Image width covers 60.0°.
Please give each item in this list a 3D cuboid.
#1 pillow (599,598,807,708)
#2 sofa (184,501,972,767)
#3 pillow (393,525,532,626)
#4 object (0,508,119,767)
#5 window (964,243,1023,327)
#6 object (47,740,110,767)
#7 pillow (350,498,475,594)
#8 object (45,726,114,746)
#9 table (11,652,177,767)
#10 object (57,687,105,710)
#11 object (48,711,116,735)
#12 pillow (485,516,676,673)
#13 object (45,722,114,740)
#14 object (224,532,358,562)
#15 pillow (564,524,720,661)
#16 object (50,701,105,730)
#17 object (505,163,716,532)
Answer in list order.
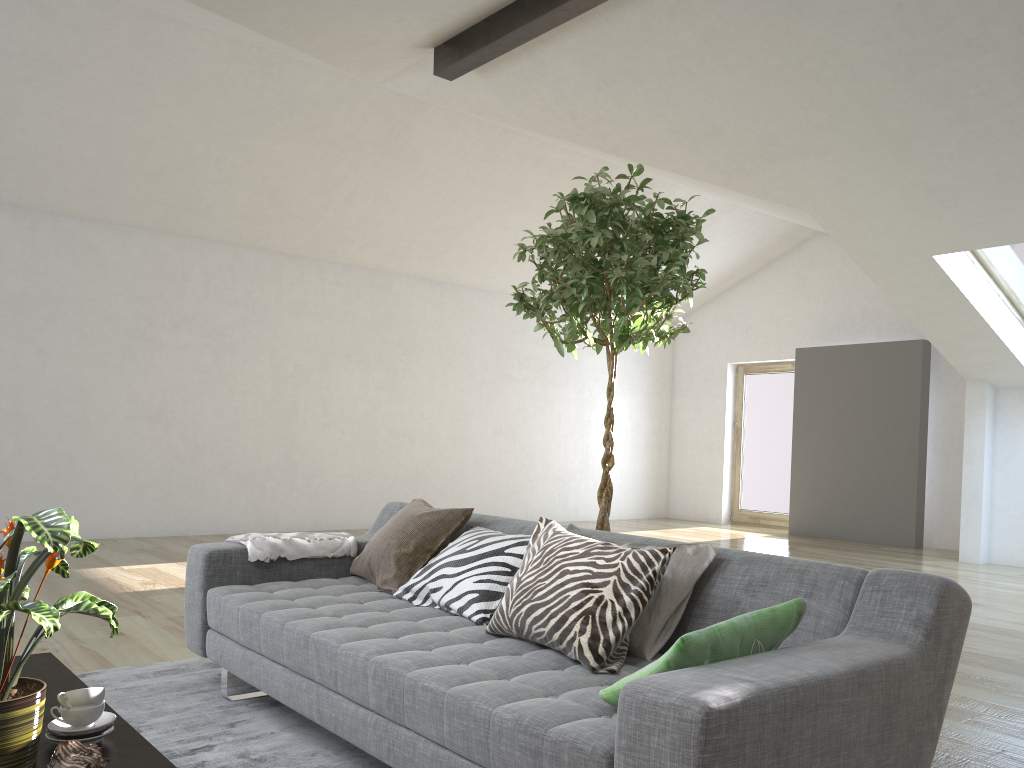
[{"bbox_3d":[0.422,0.586,1.904,0.443,0.261,0.228,4,-2,-38],"label":"pillow"},{"bbox_3d":[-0.079,0.789,2.716,1.028,0.683,2.456,4,-4,-39],"label":"sofa"},{"bbox_3d":[-0.116,0.631,2.979,0.359,0.283,0.559,4,-3,-39],"label":"pillow"},{"bbox_3d":[-0.945,0.485,1.646,0.371,0.526,0.444,2,-1,26],"label":"object"},{"bbox_3d":[4.283,-0.842,6.942,1.908,0.729,1.468,5,-4,-39],"label":"window"},{"bbox_3d":[-0.776,0.673,1.563,0.067,0.078,0.127,2,-3,19],"label":"object"},{"bbox_3d":[-0.402,0.619,3.406,0.308,0.337,0.580,3,-3,-29],"label":"pillow"},{"bbox_3d":[-0.869,0.707,1.787,0.121,0.021,0.121,2,-4,1],"label":"object"},{"bbox_3d":[-1.051,0.867,1.688,0.622,0.324,1.546,4,-4,-39],"label":"table"},{"bbox_3d":[-0.866,0.639,1.787,0.085,0.068,0.076,3,-2,-25],"label":"object"},{"bbox_3d":[-0.866,0.688,1.789,0.125,0.024,0.117,6,-5,-44],"label":"object"},{"bbox_3d":[0.173,0.555,2.417,0.281,0.340,0.557,3,-3,-35],"label":"pillow"},{"bbox_3d":[-0.869,0.698,1.786,0.121,0.021,0.121,2,-4,1],"label":"object"},{"bbox_3d":[-0.890,0.789,3.528,0.481,0.419,0.357,3,-2,-36],"label":"object"},{"bbox_3d":[0.265,0.594,2.581,0.263,0.318,0.640,3,-3,-38],"label":"pillow"},{"bbox_3d":[-0.866,0.667,1.787,0.077,0.050,0.085,1,-3,28],"label":"object"},{"bbox_3d":[0.332,0.185,3.442,0.788,2.020,0.825,2,0,29],"label":"object"}]
